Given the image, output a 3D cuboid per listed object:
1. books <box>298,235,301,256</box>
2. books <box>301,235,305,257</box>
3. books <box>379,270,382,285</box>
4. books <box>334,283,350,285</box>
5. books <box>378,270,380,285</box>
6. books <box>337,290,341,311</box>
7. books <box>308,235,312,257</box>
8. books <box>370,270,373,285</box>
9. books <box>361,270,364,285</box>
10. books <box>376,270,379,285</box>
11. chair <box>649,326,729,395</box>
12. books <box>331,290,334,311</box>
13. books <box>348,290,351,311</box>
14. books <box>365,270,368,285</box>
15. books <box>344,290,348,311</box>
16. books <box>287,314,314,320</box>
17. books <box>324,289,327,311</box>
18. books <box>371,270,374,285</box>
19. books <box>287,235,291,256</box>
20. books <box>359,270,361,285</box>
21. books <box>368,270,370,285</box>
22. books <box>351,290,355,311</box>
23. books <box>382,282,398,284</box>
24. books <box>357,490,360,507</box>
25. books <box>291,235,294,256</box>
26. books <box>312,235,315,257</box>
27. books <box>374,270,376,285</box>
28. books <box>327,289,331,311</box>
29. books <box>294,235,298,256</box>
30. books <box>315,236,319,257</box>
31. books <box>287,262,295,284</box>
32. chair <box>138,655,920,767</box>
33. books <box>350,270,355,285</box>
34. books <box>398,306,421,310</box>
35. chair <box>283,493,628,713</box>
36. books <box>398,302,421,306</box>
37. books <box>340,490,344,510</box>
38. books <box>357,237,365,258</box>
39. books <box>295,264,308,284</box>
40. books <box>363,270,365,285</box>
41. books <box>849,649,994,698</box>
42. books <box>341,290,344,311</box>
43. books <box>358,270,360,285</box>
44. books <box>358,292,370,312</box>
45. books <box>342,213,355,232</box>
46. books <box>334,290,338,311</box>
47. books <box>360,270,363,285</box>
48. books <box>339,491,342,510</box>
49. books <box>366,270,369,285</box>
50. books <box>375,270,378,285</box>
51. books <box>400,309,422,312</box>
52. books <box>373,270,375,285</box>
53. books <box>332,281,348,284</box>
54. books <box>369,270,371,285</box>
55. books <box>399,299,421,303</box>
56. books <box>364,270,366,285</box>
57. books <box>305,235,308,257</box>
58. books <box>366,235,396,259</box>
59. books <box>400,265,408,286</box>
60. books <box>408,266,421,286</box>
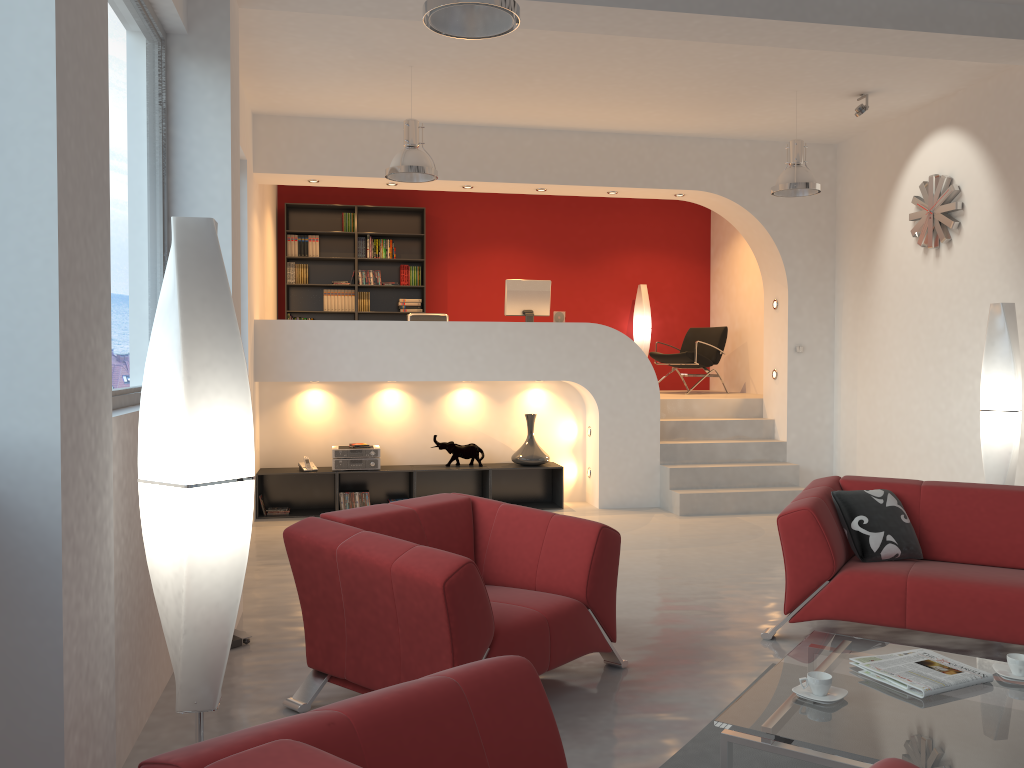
[{"bbox_3d":[-2.515,-1.621,10.512,0.040,0.260,0.200,0,2,-11],"label":"books"},{"bbox_3d":[-2.475,-1.621,10.519,0.040,0.260,0.200,0,2,-11],"label":"books"},{"bbox_3d":[-1.595,-1.274,10.719,0.031,0.190,0.135,0,2,-11],"label":"books"},{"bbox_3d":[-2.042,-1.200,10.634,0.190,0.015,0.135,0,2,-11],"label":"books"},{"bbox_3d":[-1.609,-1.274,10.716,0.031,0.190,0.135,0,2,-11],"label":"books"},{"bbox_3d":[-2.068,-0.991,10.615,0.040,0.260,0.200,0,2,-11],"label":"books"},{"bbox_3d":[-2.395,-1.622,10.535,0.040,0.260,0.200,0,2,-11],"label":"books"},{"bbox_3d":[-1.698,-1.274,10.699,0.031,0.190,0.135,0,2,-11],"label":"books"},{"bbox_3d":[-1.801,-1.273,10.679,0.031,0.190,0.135,0,2,-11],"label":"books"},{"bbox_3d":[-1.624,-1.274,10.713,0.031,0.190,0.135,0,2,-11],"label":"books"},{"bbox_3d":[2.096,-0.289,10.562,0.768,0.795,0.664,-1,2,-36],"label":"chair"},{"bbox_3d":[-2.147,-0.991,10.599,0.040,0.260,0.200,0,2,-11],"label":"books"},{"bbox_3d":[-1.948,-0.991,10.638,0.040,0.260,0.200,0,2,-11],"label":"books"},{"bbox_3d":[-1.757,-1.274,10.687,0.031,0.190,0.135,0,2,-11],"label":"books"},{"bbox_3d":[-1.988,-0.991,10.630,0.040,0.260,0.200,0,2,-11],"label":"books"},{"bbox_3d":[-2.489,-0.685,10.530,0.341,0.286,0.231,0,2,-11],"label":"books"},{"bbox_3d":[-2.227,-0.990,10.584,0.040,0.260,0.200,0,2,-11],"label":"books"},{"bbox_3d":[-1.683,-1.274,10.702,0.031,0.190,0.135,0,2,-11],"label":"books"},{"bbox_3d":[-2.634,-1.621,10.489,0.040,0.260,0.200,0,2,-11],"label":"books"},{"bbox_3d":[-1.830,-1.273,10.673,0.031,0.190,0.135,0,2,-11],"label":"books"},{"bbox_3d":[-1.727,-1.274,10.693,0.031,0.190,0.135,0,2,-11],"label":"books"},{"bbox_3d":[-1.908,-0.991,10.645,0.040,0.260,0.200,0,2,-11],"label":"books"},{"bbox_3d":[-1.474,-1.217,10.743,0.190,0.015,0.135,0,2,-6],"label":"books"},{"bbox_3d":[-1.388,1.064,8.041,0.031,0.190,0.135,0,2,-11],"label":"books"},{"bbox_3d":[-2.594,-1.621,10.496,0.040,0.260,0.200,0,2,-11],"label":"books"},{"bbox_3d":[-2.355,-1.622,10.542,0.040,0.260,0.200,0,2,-11],"label":"books"},{"bbox_3d":[-1.653,-1.274,10.707,0.031,0.190,0.135,0,2,-11],"label":"books"},{"bbox_3d":[-2.187,-0.990,10.592,0.040,0.260,0.200,0,2,-11],"label":"books"},{"bbox_3d":[-2.555,-1.621,10.504,0.040,0.260,0.200,0,2,-11],"label":"books"},{"bbox_3d":[-2.316,-1.622,10.550,0.040,0.260,0.200,0,2,-11],"label":"books"},{"bbox_3d":[-2.615,-1.303,10.513,0.090,0.256,0.181,0,2,-11],"label":"books"},{"bbox_3d":[0.092,0.978,1.544,1.288,0.738,0.951,1,2,39],"label":"chair"},{"bbox_3d":[-1.920,-1.271,10.656,0.063,0.187,0.135,0,2,-11],"label":"books"},{"bbox_3d":[-1.244,-0.924,10.759,0.260,0.040,0.200,0,2,-11],"label":"books"},{"bbox_3d":[-0.213,0.918,3.785,0.951,0.738,1.288,1,2,39],"label":"chair"},{"bbox_3d":[-1.248,-0.964,10.756,0.260,0.040,0.200,0,2,-11],"label":"books"},{"bbox_3d":[-1.535,1.065,8.012,0.031,0.190,0.135,0,2,-11],"label":"books"},{"bbox_3d":[-1.813,-1.622,10.659,0.090,0.256,0.181,0,2,-11],"label":"books"},{"bbox_3d":[-2.496,-1.295,10.536,0.146,0.240,0.170,0,2,-11],"label":"books"},{"bbox_3d":[-1.786,-1.273,10.682,0.031,0.190,0.135,0,2,-11],"label":"books"},{"bbox_3d":[1.418,0.998,3.080,0.367,0.035,0.345,-1,2,-21],"label":"books"},{"bbox_3d":[-2.028,-0.991,10.622,0.040,0.260,0.200,0,2,-11],"label":"books"},{"bbox_3d":[-1.845,-1.273,10.670,0.031,0.190,0.135,0,2,-11],"label":"books"},{"bbox_3d":[-1.787,-0.982,10.681,0.146,0.240,0.170,0,2,-11],"label":"books"},{"bbox_3d":[-1.960,-1.915,10.622,0.146,0.240,0.170,0,2,-11],"label":"books"},{"bbox_3d":[-2.108,-0.991,10.607,0.040,0.260,0.200,0,2,-11],"label":"books"},{"bbox_3d":[-1.816,-1.273,10.676,0.031,0.190,0.135,0,2,-11],"label":"books"},{"bbox_3d":[-1.550,1.065,8.009,0.031,0.190,0.135,0,2,-11],"label":"books"},{"bbox_3d":[-1.742,-1.274,10.690,0.031,0.190,0.135,0,2,-11],"label":"books"},{"bbox_3d":[-1.639,-1.274,10.710,0.031,0.190,0.135,0,2,-11],"label":"books"},{"bbox_3d":[-1.226,-0.884,10.767,0.260,0.040,0.200,0,2,-9],"label":"books"},{"bbox_3d":[-1.668,-1.274,10.704,0.031,0.190,0.135,0,2,-11],"label":"books"},{"bbox_3d":[-2.060,-1.215,10.630,0.190,0.015,0.135,0,2,-11],"label":"books"},{"bbox_3d":[-1.712,-1.274,10.696,0.031,0.190,0.135,0,2,-11],"label":"books"},{"bbox_3d":[-1.236,-1.003,10.749,0.260,0.040,0.200,0,2,-11],"label":"books"},{"bbox_3d":[-1.771,-1.273,10.684,0.031,0.190,0.135,0,2,-11],"label":"books"},{"bbox_3d":[-2.435,-1.622,10.527,0.040,0.260,0.200,0,2,-11],"label":"books"},{"bbox_3d":[-1.577,-1.638,10.681,0.341,0.286,0.231,0,2,-11],"label":"books"},{"bbox_3d":[-1.310,-1.308,10.765,0.090,0.256,0.181,0,2,-11],"label":"books"},{"bbox_3d":[-1.192,-1.300,10.787,0.146,0.240,0.170,0,2,-11],"label":"books"}]
